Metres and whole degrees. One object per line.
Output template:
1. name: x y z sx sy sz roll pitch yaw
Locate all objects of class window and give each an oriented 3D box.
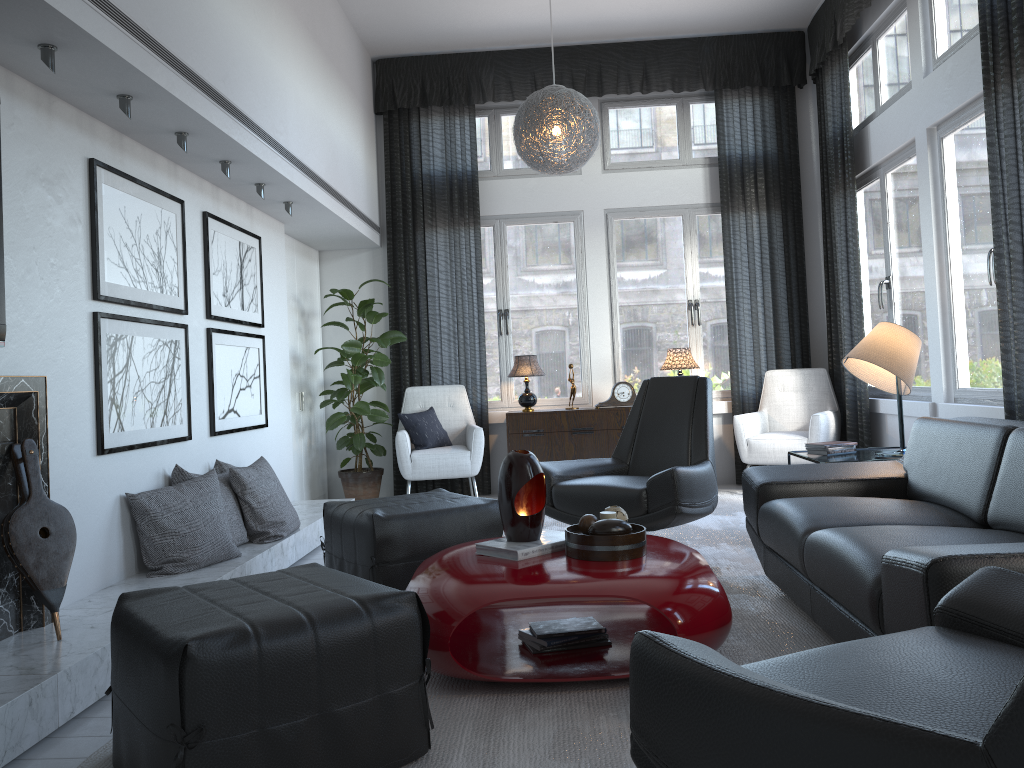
1. window: 2.328 -1.064 5.522 0.133 2.326 1.267 -3 -2 3
2. window: -0.081 -0.957 6.684 1.268 2.326 0.133 -3 -2 3
3. window: 1.334 -1.022 6.611 1.268 2.326 0.133 -3 -2 3
4. window: 2.252 -1.054 4.106 0.133 2.326 1.267 -3 -2 3

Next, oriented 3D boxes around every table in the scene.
1. table: 1.678 0.533 4.168 0.593 0.411 0.593 -3 0 3
2. table: 0.153 0.663 2.754 0.942 0.301 0.938 -3 0 3

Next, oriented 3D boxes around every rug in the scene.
1. rug: 0.501 0.796 2.315 2.954 0.032 7.764 -3 0 3

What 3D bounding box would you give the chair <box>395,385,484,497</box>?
1. chair: -0.506 0.423 6.148 0.594 0.824 0.612 -3 -1 -7

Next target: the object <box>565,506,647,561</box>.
1. object: 0.281 0.445 2.667 0.242 0.133 0.242 -3 0 41

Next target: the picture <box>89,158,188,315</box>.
1. picture: -1.510 -0.571 3.635 0.020 0.523 0.791 -3 0 3

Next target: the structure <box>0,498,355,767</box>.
1. structure: -1.358 0.810 1.898 0.393 0.135 7.203 -3 0 3

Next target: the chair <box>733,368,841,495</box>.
1. chair: 1.879 0.312 6.010 0.593 0.824 0.613 -3 -1 33

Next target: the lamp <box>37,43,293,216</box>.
1. lamp: -1.362 -0.960 2.856 0.053 0.081 4.250 -3 0 3

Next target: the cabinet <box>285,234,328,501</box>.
1. cabinet: -1.546 -0.059 6.126 0.191 1.898 1.171 -3 -1 3

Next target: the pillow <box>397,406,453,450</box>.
1. pillow: -0.598 0.309 6.152 0.252 0.296 0.357 -3 -1 30

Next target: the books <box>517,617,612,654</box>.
1. books: 0.166 0.779 2.767 0.272 0.054 0.204 -3 0 -21

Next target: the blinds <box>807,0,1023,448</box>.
1. blinds: 2.153 -0.931 4.827 0.189 3.281 3.209 -3 -1 3

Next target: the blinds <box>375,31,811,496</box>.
1. blinds: 0.623 -0.867 6.512 3.211 3.282 0.188 -3 -2 3

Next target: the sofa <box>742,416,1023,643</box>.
1. sofa: 1.360 0.446 2.721 0.936 0.617 1.903 -3 0 3

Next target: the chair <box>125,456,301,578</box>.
1. chair: -1.253 0.544 4.017 0.391 0.432 1.335 -3 0 4

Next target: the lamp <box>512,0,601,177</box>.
1. lamp: 0.242 -1.866 5.193 0.512 1.308 0.514 -3 -2 -2

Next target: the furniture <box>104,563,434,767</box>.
1. furniture: -0.574 0.668 2.046 0.614 0.378 0.598 -2 0 -38

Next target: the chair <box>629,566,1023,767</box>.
1. chair: 0.697 0.386 1.178 0.841 0.811 0.803 -2 -1 -24

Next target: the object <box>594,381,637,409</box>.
1. object: 0.786 0.072 6.261 0.406 0.181 0.180 -3 -1 3

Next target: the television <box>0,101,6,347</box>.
1. television: -1.545 -0.451 1.953 0.129 0.753 1.158 -3 0 3

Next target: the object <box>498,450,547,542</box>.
1. object: 0.030 0.349 2.787 0.151 0.280 0.153 -4 -2 43

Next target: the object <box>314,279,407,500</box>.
1. object: -1.047 0.066 6.102 0.639 1.591 0.934 -1 -2 -42

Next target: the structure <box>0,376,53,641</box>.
1. structure: -1.744 0.454 1.939 0.520 0.925 1.685 -3 0 3

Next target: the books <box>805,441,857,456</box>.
1. books: 1.555 0.313 4.326 0.215 0.050 0.160 -3 0 -25

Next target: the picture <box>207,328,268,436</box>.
1. picture: -1.428 -0.013 4.654 0.020 0.523 0.791 -3 0 3

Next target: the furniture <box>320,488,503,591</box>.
1. furniture: -0.409 0.653 3.594 0.599 0.378 0.613 -2 0 -33

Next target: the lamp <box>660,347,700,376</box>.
1. lamp: 1.184 -0.054 6.231 0.280 0.398 0.281 -3 -1 29

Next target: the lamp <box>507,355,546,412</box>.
1. lamp: 0.106 -0.004 6.287 0.280 0.398 0.281 -3 -1 29

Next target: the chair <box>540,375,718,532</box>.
1. chair: 0.616 0.376 4.171 0.839 0.811 0.805 -3 -1 41

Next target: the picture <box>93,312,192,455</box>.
1. picture: -1.486 -0.005 3.615 0.020 0.523 0.791 -3 0 3

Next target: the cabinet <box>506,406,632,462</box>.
1. cabinet: 0.678 0.475 6.287 1.398 0.613 0.386 -3 -1 3

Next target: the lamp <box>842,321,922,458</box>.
1. lamp: 1.904 0.216 3.648 0.475 1.016 1.166 -2 -1 -23

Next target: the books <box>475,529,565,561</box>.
1. books: 0.065 0.502 2.778 0.306 0.030 0.201 -3 0 -42

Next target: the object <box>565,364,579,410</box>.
1. object: 0.420 0.018 6.297 0.096 0.325 0.096 -3 -2 2

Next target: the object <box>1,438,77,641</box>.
1. object: -1.389 0.451 2.608 0.175 0.581 0.196 -2 -2 -16

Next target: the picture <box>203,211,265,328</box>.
1. picture: -1.455 -0.578 4.674 0.020 0.523 0.791 -3 0 3
